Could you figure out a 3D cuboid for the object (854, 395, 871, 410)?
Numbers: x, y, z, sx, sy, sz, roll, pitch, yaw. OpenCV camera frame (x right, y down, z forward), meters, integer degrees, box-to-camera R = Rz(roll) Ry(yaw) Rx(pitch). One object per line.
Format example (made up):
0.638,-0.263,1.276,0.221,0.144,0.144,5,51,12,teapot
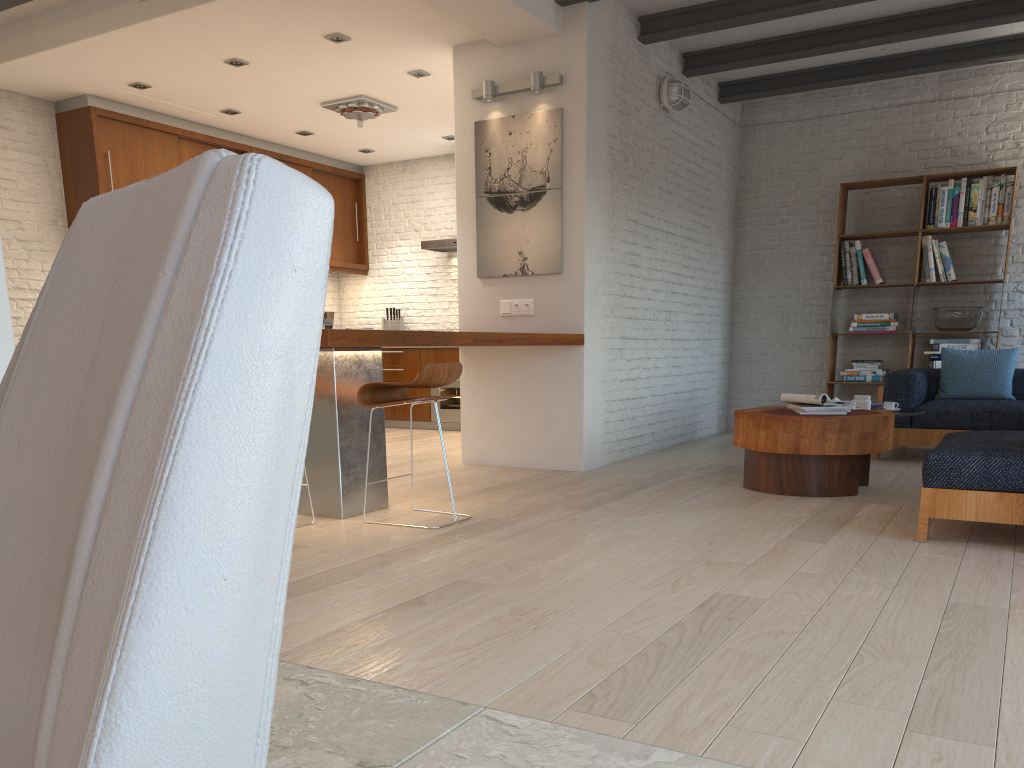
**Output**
2.206,0.127,5.497,0.106,0.111,0.106,-8,10,-43,object

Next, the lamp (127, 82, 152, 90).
-2.830,-2.286,6.626,0.123,0.056,0.121,2,5,30,lamp

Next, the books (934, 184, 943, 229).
3.579,-1.470,7.308,0.020,0.369,0.266,7,11,30,books

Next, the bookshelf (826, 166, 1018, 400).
3.477,-0.608,7.526,1.308,2.266,0.355,5,13,29,bookshelf

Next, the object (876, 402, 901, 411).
2.415,0.148,5.595,0.154,0.059,0.265,1,3,23,object

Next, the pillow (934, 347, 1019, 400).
3.542,-0.075,6.642,0.552,0.421,0.218,3,11,29,pillow

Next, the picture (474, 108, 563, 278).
0.039,-1.246,5.806,0.650,1.045,0.019,5,13,29,picture

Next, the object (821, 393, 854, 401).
2.274,0.111,6.080,0.192,0.094,0.183,-3,5,-34,object

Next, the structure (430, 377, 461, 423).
-0.451,0.097,9.081,0.665,0.594,0.489,3,9,30,structure

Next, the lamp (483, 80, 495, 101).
-0.149,-1.918,5.700,0.079,0.107,0.078,-6,10,-31,lamp

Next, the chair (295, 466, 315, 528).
-1.250,0.302,4.120,0.402,0.797,0.412,5,12,30,chair

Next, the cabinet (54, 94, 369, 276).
-2.659,-1.757,8.468,0.458,1.194,3.279,6,6,31,cabinet

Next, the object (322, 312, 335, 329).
-0.917,-0.311,4.289,0.090,0.087,0.090,-8,10,-44,object

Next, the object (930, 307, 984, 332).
3.774,-0.544,7.408,0.399,0.207,0.394,-2,5,-18,object

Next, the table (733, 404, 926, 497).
1.973,0.373,5.615,1.068,0.458,1.800,2,4,36,table

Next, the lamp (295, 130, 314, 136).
-1.932,-2.357,8.127,0.123,0.056,0.121,2,5,30,lamp

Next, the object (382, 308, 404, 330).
-1.332,-0.662,9.750,0.319,0.386,0.065,4,13,29,object

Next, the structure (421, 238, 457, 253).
-0.395,-1.882,8.768,0.979,1.021,0.446,4,11,29,structure

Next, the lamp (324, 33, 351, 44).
-1.133,-2.264,5.657,0.123,0.056,0.121,2,5,30,lamp

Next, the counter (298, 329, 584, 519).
-0.872,0.175,5.241,1.676,0.945,2.449,2,5,30,counter

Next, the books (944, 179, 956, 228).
3.646,-1.482,7.252,0.036,0.394,0.238,7,12,30,books

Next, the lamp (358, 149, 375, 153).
-1.484,-2.392,8.876,0.123,0.056,0.121,2,5,30,lamp

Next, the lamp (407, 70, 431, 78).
-0.683,-2.299,6.408,0.123,0.056,0.121,2,5,30,lamp

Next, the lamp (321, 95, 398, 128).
-1.266,-2.228,7.256,0.448,0.175,0.441,2,4,30,lamp

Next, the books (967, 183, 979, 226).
3.794,-1.452,7.161,0.055,0.339,0.249,7,11,30,books

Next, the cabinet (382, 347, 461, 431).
-1.382,-0.917,8.342,4.779,2.917,2.203,-1,9,-5,cabinet

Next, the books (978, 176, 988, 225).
3.867,-1.480,7.146,0.036,0.394,0.238,7,12,30,books

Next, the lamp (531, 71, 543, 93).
0.158,-1.914,5.525,0.079,0.107,0.078,-6,10,-31,lamp

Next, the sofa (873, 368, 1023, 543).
3.096,0.272,5.091,2.068,0.678,3.876,1,3,31,sofa

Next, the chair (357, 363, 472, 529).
-0.454,0.288,4.274,0.419,0.797,0.394,5,12,30,chair

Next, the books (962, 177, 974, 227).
3.761,-1.480,7.191,0.036,0.394,0.238,7,12,30,books

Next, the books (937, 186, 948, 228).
3.604,-1.454,7.277,0.055,0.339,0.249,7,11,30,books

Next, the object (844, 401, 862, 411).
2.034,0.130,5.253,0.146,0.057,0.171,1,4,20,object

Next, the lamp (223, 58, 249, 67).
-1.935,-2.275,6.115,0.123,0.056,0.121,2,5,30,lamp

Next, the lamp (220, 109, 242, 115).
-2.381,-2.322,7.377,0.123,0.056,0.121,2,5,30,lamp

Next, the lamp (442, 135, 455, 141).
-0.588,-2.380,8.365,0.123,0.056,0.121,2,5,30,lamp

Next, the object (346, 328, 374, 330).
-1.781,-0.558,9.979,0.343,0.164,0.245,2,6,30,object

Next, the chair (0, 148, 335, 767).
-0.631,0.320,0.703,0.959,1.045,1.013,-8,10,-43,chair

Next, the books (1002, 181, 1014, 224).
4.024,-1.450,7.066,0.055,0.339,0.249,7,11,30,books
